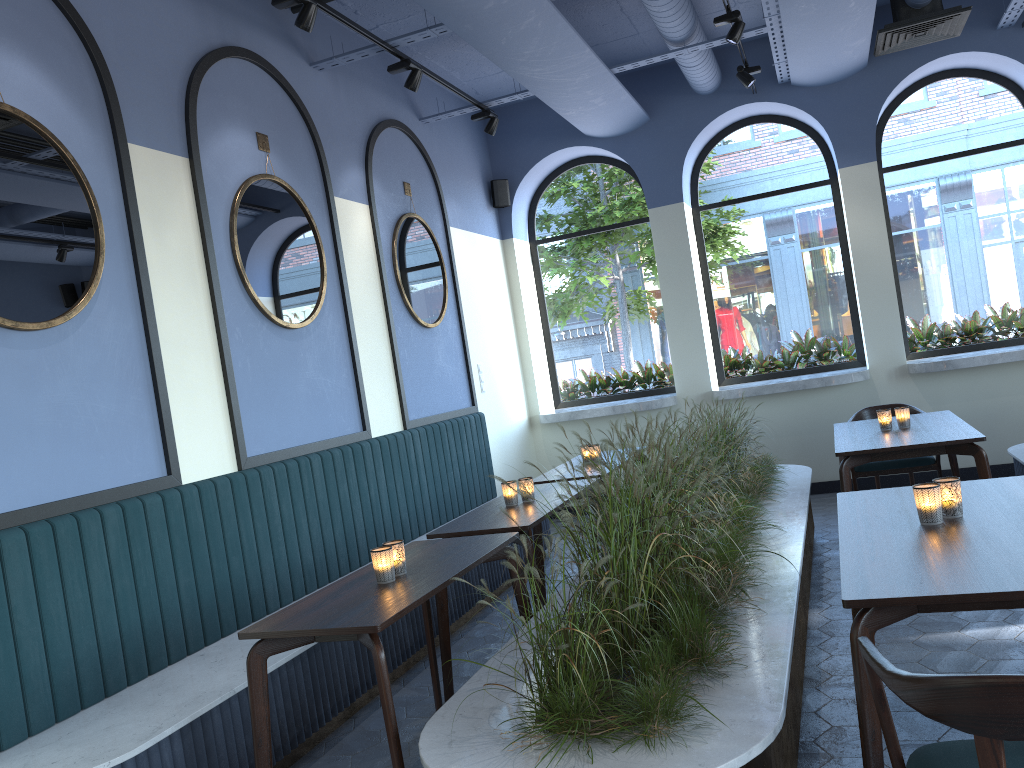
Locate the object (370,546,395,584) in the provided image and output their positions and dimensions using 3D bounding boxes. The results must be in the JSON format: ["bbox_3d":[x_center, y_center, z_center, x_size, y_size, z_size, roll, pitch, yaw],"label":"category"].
[{"bbox_3d":[-0.452,0.638,3.125,0.078,0.120,0.078,-8,1,37],"label":"object"}]

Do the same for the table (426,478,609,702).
[{"bbox_3d":[0.113,0.978,4.512,0.548,0.755,1.332,-9,1,20],"label":"table"}]

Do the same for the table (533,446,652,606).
[{"bbox_3d":[0.584,0.891,5.828,0.548,0.755,1.332,-9,1,20],"label":"table"}]

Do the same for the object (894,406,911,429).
[{"bbox_3d":[2.265,0.195,5.135,0.078,0.120,0.078,-8,1,37],"label":"object"}]

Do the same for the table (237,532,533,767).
[{"bbox_3d":[-0.350,1.064,3.217,0.548,0.755,1.285,-9,1,20],"label":"table"}]

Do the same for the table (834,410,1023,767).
[{"bbox_3d":[2.726,0.610,1.016,3.997,0.755,9.778,-9,1,4],"label":"table"}]

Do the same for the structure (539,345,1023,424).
[{"bbox_3d":[4.376,-0.254,2.708,4.315,0.080,14.155,-9,1,-19],"label":"structure"}]

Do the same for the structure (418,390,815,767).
[{"bbox_3d":[0.850,0.638,4.255,1.143,1.207,4.878,-9,1,21],"label":"structure"}]

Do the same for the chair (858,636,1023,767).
[{"bbox_3d":[1.038,0.847,1.679,0.618,0.793,0.525,-9,1,19],"label":"chair"}]

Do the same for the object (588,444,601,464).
[{"bbox_3d":[0.540,0.456,5.759,0.078,0.120,0.078,-9,1,3],"label":"object"}]

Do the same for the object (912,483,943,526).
[{"bbox_3d":[1.289,0.372,2.743,0.078,0.120,0.078,-9,1,3],"label":"object"}]

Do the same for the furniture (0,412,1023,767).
[{"bbox_3d":[1.171,0.618,4.138,4.703,1.150,4.800,-9,1,20],"label":"furniture"}]

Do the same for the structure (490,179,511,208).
[{"bbox_3d":[0.929,-1.862,1.730,7.261,0.268,13.143,-9,1,3],"label":"structure"}]

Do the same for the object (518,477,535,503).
[{"bbox_3d":[0.077,0.541,4.536,0.078,0.120,0.078,-9,1,3],"label":"object"}]

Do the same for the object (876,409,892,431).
[{"bbox_3d":[2.172,0.209,5.164,0.078,0.120,0.078,-8,1,37],"label":"object"}]

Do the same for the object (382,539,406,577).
[{"bbox_3d":[-0.424,0.633,3.218,0.078,0.120,0.078,-8,1,37],"label":"object"}]

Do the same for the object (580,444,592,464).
[{"bbox_3d":[0.495,0.462,5.845,0.078,0.120,0.078,-9,1,3],"label":"object"}]

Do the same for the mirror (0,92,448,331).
[{"bbox_3d":[-1.275,-0.845,4.918,0.026,1.089,4.357,-9,1,20],"label":"mirror"}]

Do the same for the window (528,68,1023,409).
[{"bbox_3d":[4.387,-1.498,2.784,3.897,2.394,14.212,-9,1,-19],"label":"window"}]

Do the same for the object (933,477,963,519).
[{"bbox_3d":[1.374,0.358,2.789,0.078,0.120,0.078,-9,1,3],"label":"object"}]

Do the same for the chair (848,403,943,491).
[{"bbox_3d":[2.609,0.556,6.071,0.618,0.793,0.525,-9,1,19],"label":"chair"}]

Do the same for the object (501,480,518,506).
[{"bbox_3d":[-0.008,0.555,4.490,0.078,0.120,0.078,-9,1,3],"label":"object"}]
